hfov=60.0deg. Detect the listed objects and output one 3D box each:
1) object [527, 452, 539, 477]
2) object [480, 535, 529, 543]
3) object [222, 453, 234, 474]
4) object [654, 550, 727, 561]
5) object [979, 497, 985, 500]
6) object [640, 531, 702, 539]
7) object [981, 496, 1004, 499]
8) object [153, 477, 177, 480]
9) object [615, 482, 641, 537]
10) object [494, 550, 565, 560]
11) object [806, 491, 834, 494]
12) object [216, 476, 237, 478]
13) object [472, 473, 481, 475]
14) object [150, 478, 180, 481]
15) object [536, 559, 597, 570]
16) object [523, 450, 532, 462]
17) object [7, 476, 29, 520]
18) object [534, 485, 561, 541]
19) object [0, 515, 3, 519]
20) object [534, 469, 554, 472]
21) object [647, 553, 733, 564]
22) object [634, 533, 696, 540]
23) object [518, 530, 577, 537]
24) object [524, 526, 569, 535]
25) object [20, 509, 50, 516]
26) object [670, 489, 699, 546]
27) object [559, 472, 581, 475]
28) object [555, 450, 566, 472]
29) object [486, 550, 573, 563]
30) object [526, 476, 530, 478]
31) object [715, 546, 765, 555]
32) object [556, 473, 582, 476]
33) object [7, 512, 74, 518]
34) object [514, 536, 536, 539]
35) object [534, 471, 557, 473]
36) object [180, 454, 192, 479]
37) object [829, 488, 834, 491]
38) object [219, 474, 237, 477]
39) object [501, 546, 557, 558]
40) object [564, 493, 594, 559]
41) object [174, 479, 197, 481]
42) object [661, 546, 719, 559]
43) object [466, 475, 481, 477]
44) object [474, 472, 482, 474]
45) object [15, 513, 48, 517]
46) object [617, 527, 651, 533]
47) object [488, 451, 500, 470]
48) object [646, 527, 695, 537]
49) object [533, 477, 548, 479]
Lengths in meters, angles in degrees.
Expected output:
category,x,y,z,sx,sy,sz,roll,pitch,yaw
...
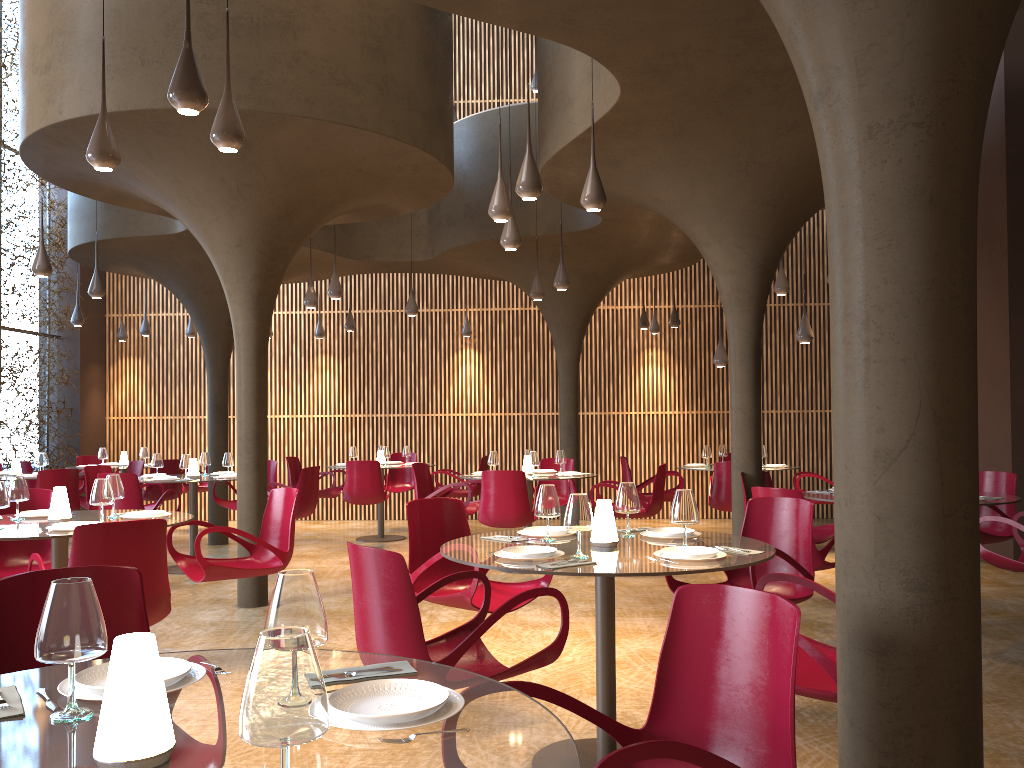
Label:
category,x,y,z,sx,sy,sz,roll,pitch,yaw
object,0.248,0.935,10.312,0.142,0.295,0.142,0,-1,-5
object,-0.042,0.837,4.790,0.126,0.017,0.262,2,-3,-41
object,-3.515,1.000,10.981,0.142,0.295,0.142,0,-1,-23
object,0.823,0.791,4.102,0.332,0.014,0.332,-2,-3,27
object,3.480,0.890,6.878,0.332,0.014,0.332,0,-3,-14
object,0.869,0.824,4.852,0.332,0.014,0.332,-1,-3,7
object,3.741,0.901,7.031,0.126,0.017,0.262,1,-3,-34
object,-4.059,1.105,10.373,0.263,0.029,0.263,-1,-3,12
object,0.639,0.692,4.898,0.142,0.295,0.142,-1,-2,35
object,0.082,0.801,4.162,0.332,0.014,0.332,-1,-3,0
object,2.698,0.940,7.689,0.126,0.017,0.262,1,-3,-30
object,-3.418,1.126,10.766,0.332,0.014,0.332,-2,-3,33
object,-0.329,1.101,10.836,0.332,0.014,0.332,-2,-3,29
object,-4.059,1.115,10.373,0.332,0.014,0.332,0,-3,-4
object,0.242,0.795,3.906,0.262,0.017,0.126,1,-3,-35
object,0.208,0.970,11.081,0.142,0.295,0.142,-1,-2,35
object,-3.384,0.781,6.068,0.142,0.295,0.142,1,-2,-45
object,0.190,0.689,4.744,0.142,0.295,0.142,0,-2,-31
object,-3.607,0.931,6.148,0.126,0.017,0.262,1,-3,-33
object,0.403,1.101,11.208,0.263,0.029,0.263,-1,-3,4
object,0.820,0.793,4.098,0.411,0.012,0.204,2,-3,-41
object,0.872,0.825,4.849,0.204,0.012,0.411,1,-3,-36
object,0.197,0.836,4.975,0.332,0.014,0.332,-1,-3,10
object,0.197,0.826,4.975,0.263,0.029,0.263,-3,-3,39
object,-3.343,0.918,6.296,0.263,0.029,0.263,1,-3,-26
object,0.844,0.665,4.336,0.142,0.295,0.142,-1,-1,30
object,0.688,1.071,10.588,0.263,0.029,0.263,-1,-3,11
object,0.591,0.954,10.802,0.142,0.295,0.142,0,-1,-23
object,0.078,0.802,4.166,0.204,0.012,0.411,2,-3,-40
object,0.047,1.069,10.194,0.332,0.014,0.332,0,-3,-8
object,1.075,0.804,4.269,0.126,0.017,0.262,1,-3,-37
object,0.688,1.080,10.587,0.332,0.014,0.332,-2,-3,36
object,-3.339,0.929,6.299,0.411,0.012,0.204,1,-3,-37
object,0.200,0.837,4.979,0.204,0.012,0.411,-3,-4,45
object,0.403,1.110,11.208,0.332,0.014,0.332,0,-3,-15
object,-3.858,0.981,10.490,0.142,0.295,0.142,0,-1,-5
object,2.969,0.936,7.823,0.332,0.014,0.332,0,-3,-13
object,-3.418,1.117,10.766,0.263,0.029,0.263,-2,-3,27
object,0.082,0.791,4.162,0.263,0.029,0.263,-3,-3,39
object,0.312,0.661,4.136,0.142,0.295,0.142,0,-1,-3
object,-3.778,1.114,10.262,0.126,0.017,0.262,-1,-3,18
object,0.823,0.782,4.102,0.263,0.029,0.263,-2,-3,24
object,-0.447,1.097,10.558,0.262,0.017,0.126,-1,-3,20
object,-0.329,1.091,10.837,0.263,0.029,0.263,-1,-3,10
object,-3.343,0.927,6.296,0.332,0.014,0.332,-1,-3,19
object,0.726,0.845,5.119,0.262,0.017,0.126,1,-3,-32
object,-0.221,0.954,10.633,0.142,0.295,0.142,-2,-2,41
object,0.869,0.815,4.852,0.263,0.029,0.263,-1,-3,1
object,0.328,1.068,10.083,0.126,0.017,0.262,-1,-3,18
